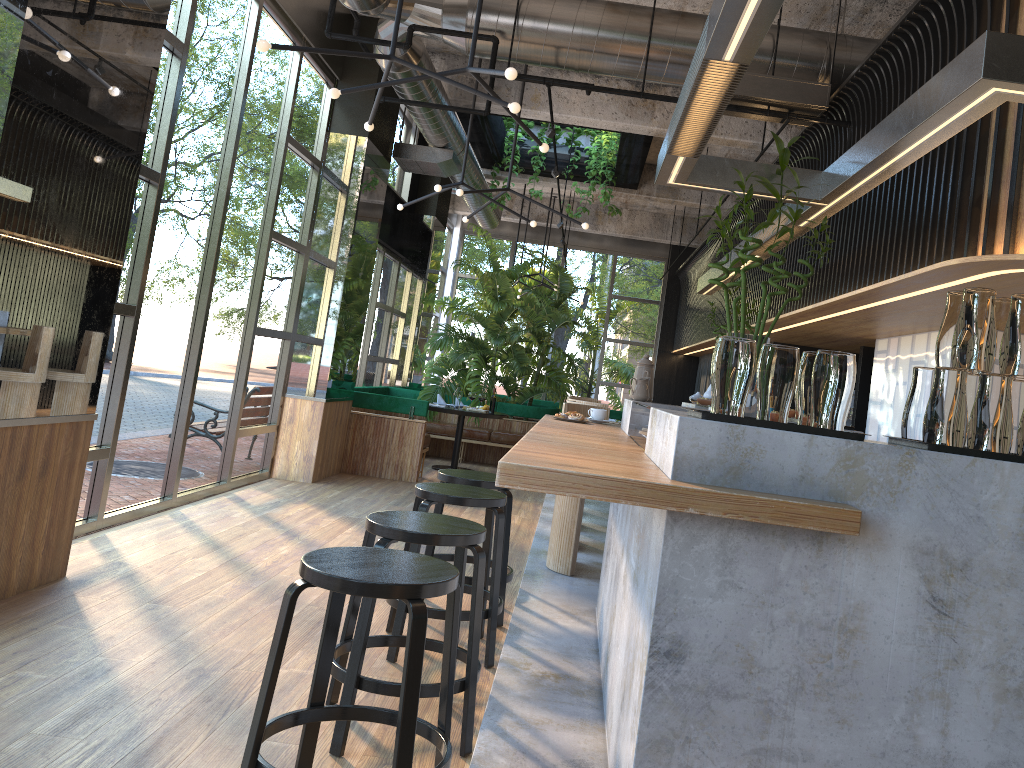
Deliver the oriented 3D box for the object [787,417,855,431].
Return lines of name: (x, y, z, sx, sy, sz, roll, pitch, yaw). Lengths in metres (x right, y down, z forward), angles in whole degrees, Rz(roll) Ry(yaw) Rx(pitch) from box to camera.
object: (1.519, 0.197, 4.450, 0.272, 0.019, 0.436, 8, 1, 3)

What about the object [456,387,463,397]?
object: (-0.642, 0.167, 10.692, 0.094, 0.246, 0.090, 9, -4, -15)

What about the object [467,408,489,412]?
object: (-0.388, 0.315, 10.755, 0.235, 0.019, 0.357, 8, 1, 13)

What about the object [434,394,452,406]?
object: (-0.837, 0.198, 10.786, 0.238, 0.139, 0.227, 8, -1, -14)

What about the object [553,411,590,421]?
object: (0.306, 0.163, 4.478, 0.159, 0.053, 0.156, 8, 0, -43)

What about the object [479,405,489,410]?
object: (-0.335, 0.280, 10.754, 0.098, 0.064, 0.163, 8, 0, -27)

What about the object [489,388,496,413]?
object: (-0.225, 0.198, 10.630, 0.067, 0.301, 0.069, 7, -5, 18)

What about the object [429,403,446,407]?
object: (-0.875, 0.251, 10.525, 0.255, 0.019, 0.157, 8, 1, 1)

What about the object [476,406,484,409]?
object: (-0.358, 0.290, 10.855, 0.194, 0.038, 0.063, 8, 0, 36)

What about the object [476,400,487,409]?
object: (-0.365, 0.247, 10.666, 0.142, 0.124, 0.097, 9, -3, -17)

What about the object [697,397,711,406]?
object: (1.747, 0.159, 7.968, 0.189, 0.073, 0.231, 8, 0, 22)

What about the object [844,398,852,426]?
object: (1.598, 0.113, 4.334, 0.109, 0.210, 0.101, 11, -5, -43)

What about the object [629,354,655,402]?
object: (0.656, -0.032, 4.450, 0.122, 0.235, 0.206, 10, -3, -29)

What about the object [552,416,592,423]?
object: (0.300, 0.181, 4.484, 0.197, 0.013, 0.214, 8, 1, 38)

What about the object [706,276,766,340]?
object: (2.079, -0.392, 8.240, 0.645, 1.558, 0.606, 5, -5, 41)

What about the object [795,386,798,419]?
object: (1.506, 0.097, 4.573, 0.109, 0.210, 0.101, 11, -5, -43)

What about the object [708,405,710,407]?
object: (1.730, 0.133, 7.348, 0.209, 0.135, 0.808, 8, 0, 10)

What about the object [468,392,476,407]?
object: (-0.503, 0.205, 11.033, 0.104, 0.202, 0.100, 9, -4, -9)

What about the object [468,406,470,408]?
object: (-0.529, 0.289, 10.831, 0.032, 0.032, 0.037, 8, -2, 0)

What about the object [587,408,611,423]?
object: (0.356, 0.157, 4.621, 0.175, 0.073, 0.431, 8, 0, 38)

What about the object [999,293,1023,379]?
object: (1.288, -0.120, 2.233, 0.107, 0.210, 0.103, 9, -4, -13)

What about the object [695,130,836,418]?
object: (1.148, -0.475, 4.147, 0.668, 1.558, 0.586, 8, -4, 7)

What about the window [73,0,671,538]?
window: (0.032, -2.097, 6.580, 4.137, 6.518, 20.311, 8, 0, 4)

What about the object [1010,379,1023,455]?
object: (1.317, 0.094, 2.328, 0.107, 0.210, 0.103, 9, -4, -13)

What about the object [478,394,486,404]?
object: (-0.378, 0.223, 10.991, 0.104, 0.202, 0.100, 9, -4, -9)

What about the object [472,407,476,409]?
object: (-0.442, 0.292, 10.753, 0.101, 0.013, 0.222, 8, 1, 8)

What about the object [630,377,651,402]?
object: (0.612, 0.022, 4.246, 0.098, 0.120, 0.088, 8, -3, 11)

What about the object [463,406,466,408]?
object: (-0.580, 0.285, 10.921, 0.024, 0.025, 0.047, 7, -1, 21)

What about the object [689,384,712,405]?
object: (1.854, 0.009, 8.222, 0.328, 0.399, 0.306, 10, -3, -39)

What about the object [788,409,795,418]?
object: (1.531, 0.162, 5.048, 0.189, 0.073, 0.231, 8, 0, 22)

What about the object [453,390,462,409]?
object: (-0.649, 0.186, 10.522, 0.101, 0.210, 0.109, 5, -4, 37)

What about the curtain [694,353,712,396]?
curtain: (3.162, 0.487, 14.556, 0.121, 2.067, 3.266, 8, -1, 4)

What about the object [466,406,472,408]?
object: (-0.529, 0.290, 10.895, 0.097, 0.028, 0.129, 8, 0, 17)

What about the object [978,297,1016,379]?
object: (1.291, -0.121, 2.345, 0.107, 0.210, 0.103, 9, -4, -13)
